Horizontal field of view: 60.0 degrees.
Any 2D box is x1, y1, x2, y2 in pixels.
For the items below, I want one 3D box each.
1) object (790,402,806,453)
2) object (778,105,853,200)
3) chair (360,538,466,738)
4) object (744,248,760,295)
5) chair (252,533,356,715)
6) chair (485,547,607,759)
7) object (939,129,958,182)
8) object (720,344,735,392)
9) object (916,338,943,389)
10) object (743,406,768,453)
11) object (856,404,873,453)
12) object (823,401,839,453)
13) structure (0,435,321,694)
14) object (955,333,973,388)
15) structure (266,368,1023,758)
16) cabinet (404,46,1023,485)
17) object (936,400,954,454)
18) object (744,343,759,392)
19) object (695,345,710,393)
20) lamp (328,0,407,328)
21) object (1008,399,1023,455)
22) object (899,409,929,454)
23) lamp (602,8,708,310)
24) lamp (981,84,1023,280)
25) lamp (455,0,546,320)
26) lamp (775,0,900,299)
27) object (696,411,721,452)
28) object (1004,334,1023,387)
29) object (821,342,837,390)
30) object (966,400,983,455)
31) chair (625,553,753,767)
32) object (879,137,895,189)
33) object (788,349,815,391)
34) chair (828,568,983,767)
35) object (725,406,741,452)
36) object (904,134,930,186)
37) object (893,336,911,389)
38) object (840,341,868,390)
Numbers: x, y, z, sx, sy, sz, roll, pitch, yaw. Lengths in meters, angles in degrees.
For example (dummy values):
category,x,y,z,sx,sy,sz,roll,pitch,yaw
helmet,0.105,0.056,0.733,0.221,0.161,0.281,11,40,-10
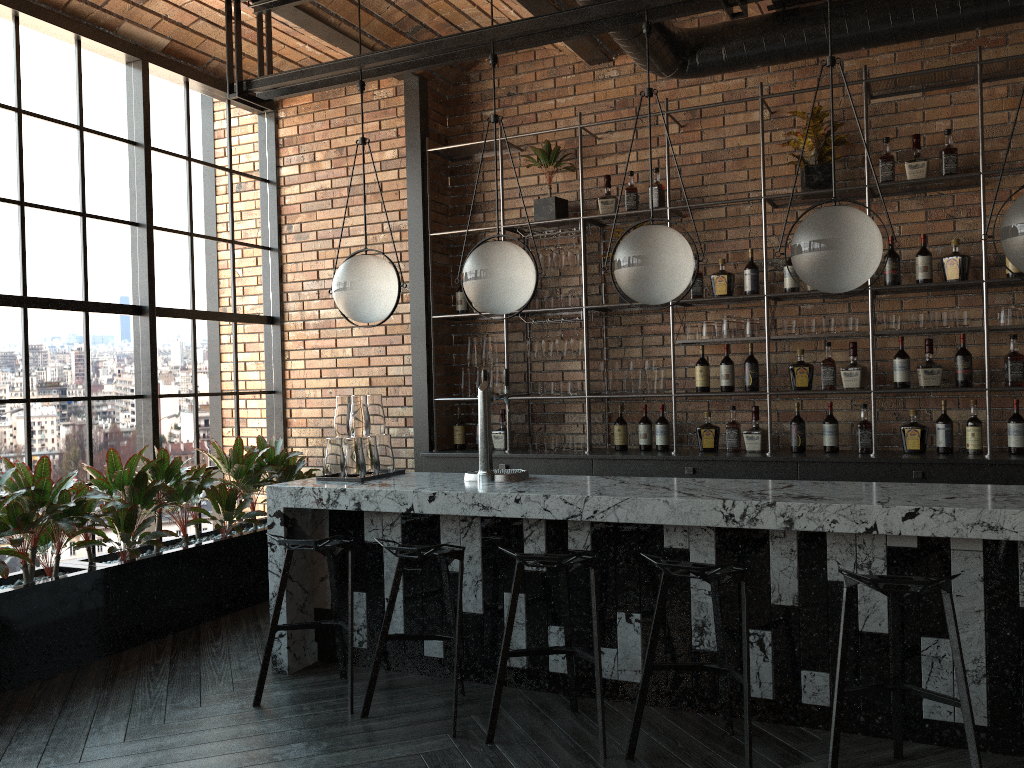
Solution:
category,x,y,z,sx,sy,sz,roll,pitch,yaw
object,1.687,0.256,5.233,0.086,0.297,0.086,-2,0,-31
object,1.785,-1.368,5.228,0.425,0.526,0.430,-1,0,28
chair,-0.332,0.996,3.699,0.475,0.737,0.414,-1,0,30
object,1.451,-0.671,5.372,0.086,0.298,0.086,-2,0,-16
chair,-0.848,1.010,3.943,0.475,0.737,0.414,-2,0,15
chair,0.177,0.983,3.457,0.475,0.737,0.414,-2,0,20
object,2.408,-1.263,4.894,0.083,0.282,0.083,-2,0,10
object,1.325,-0.099,5.461,0.086,0.298,0.086,-2,0,-16
object,2.324,-0.114,4.937,0.123,0.279,0.123,-2,0,14
object,1.471,0.272,5.348,0.123,0.279,0.123,-1,0,39
object,2.026,0.255,5.099,0.083,0.282,0.083,-2,0,10
object,1.864,0.251,5.184,0.086,0.298,0.086,-2,0,-16
structure,-2.266,0.880,4.680,0.757,1.072,4.107,-2,0,24
object,2.484,-0.129,4.880,0.086,0.299,0.086,-2,0,-16
structure,1.655,0.595,3.977,5.346,1.430,1.930,-2,0,25
cabinet,0.880,-0.501,5.588,7.075,3.779,0.564,-2,0,25
object,2.406,0.238,4.934,0.086,0.298,0.086,-2,0,-16
object,1.450,-0.101,5.371,0.086,0.297,0.086,-2,0,-16
object,1.182,-0.094,5.501,0.086,0.299,0.086,-2,0,-16
lamp,-0.739,-1.156,4.404,0.340,1.754,0.340,-2,0,-19
object,2.720,0.229,4.778,0.086,0.298,0.086,-2,0,-16
object,2.262,0.267,4.987,0.151,0.248,0.094,-1,0,34
lamp,0.584,-1.191,3.776,0.340,1.754,0.340,-2,0,-19
lamp,1.908,-1.226,3.147,0.340,1.754,0.340,-2,0,-19
lamp,-0.078,-1.174,4.090,0.340,1.754,0.340,-2,0,-19
lamp,1.246,-1.208,3.461,0.340,1.754,0.340,-2,0,-19
object,1.213,0.294,5.485,0.151,0.248,0.094,-2,0,14
object,2.702,-0.126,4.773,0.083,0.282,0.083,-2,0,10
object,1.849,-0.104,5.178,0.083,0.282,0.083,-2,0,25
object,2.532,0.235,4.859,0.080,0.299,0.080,-1,0,28
chair,0.701,0.969,3.208,0.475,0.737,0.414,-1,0,35
object,2.125,-1.255,5.028,0.083,0.282,0.083,-2,0,25
object,1.709,-0.082,5.243,0.151,0.248,0.094,-2,0,14
chair,1.280,0.954,2.933,0.475,0.737,0.414,-2,0,20
object,1.352,0.273,5.419,0.083,0.282,0.083,-2,0,25
object,2.267,-1.257,4.962,0.123,0.279,0.123,-1,0,29
object,2.205,-0.121,5.017,0.086,0.298,0.086,-2,0,-16
object,1.968,-0.104,5.106,0.123,0.279,0.123,-1,0,39
